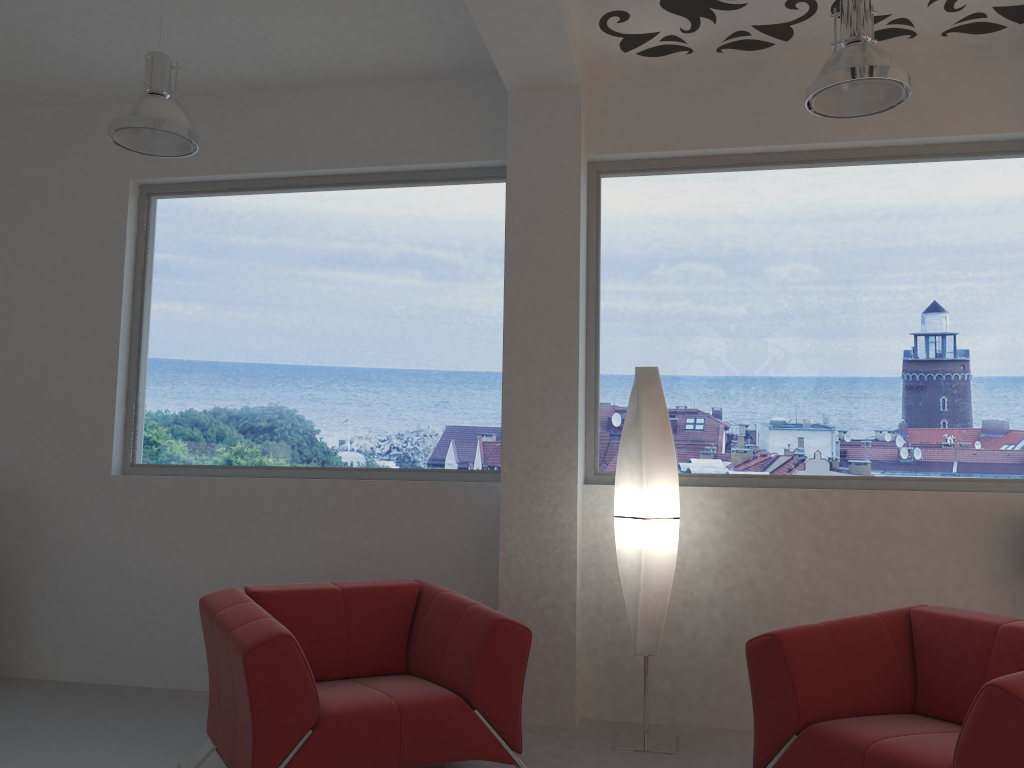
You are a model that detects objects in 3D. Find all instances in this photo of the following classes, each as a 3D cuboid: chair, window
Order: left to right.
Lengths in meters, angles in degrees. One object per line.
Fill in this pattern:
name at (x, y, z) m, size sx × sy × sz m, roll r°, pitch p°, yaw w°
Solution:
window at (-1.150, -0.343, 5.252) m, size 2.400 × 1.800 × 0.100 m, roll 0°, pitch -6°, yaw 11°
chair at (-0.634, 1.248, 3.684) m, size 1.288 × 0.738 × 0.951 m, roll 4°, pitch -7°, yaw -28°
window at (1.595, -0.350, 4.703) m, size 2.400 × 1.800 × 0.100 m, roll 0°, pitch -6°, yaw 11°
chair at (1.556, 1.230, 3.119) m, size 0.951 × 0.738 × 1.288 m, roll 4°, pitch -7°, yaw -28°

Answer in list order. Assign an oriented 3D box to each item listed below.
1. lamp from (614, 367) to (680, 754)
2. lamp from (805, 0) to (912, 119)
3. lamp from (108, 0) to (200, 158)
lamp at (0.648, 0.807, 4.271) m, size 0.313 × 1.779 × 0.313 m, roll 1°, pitch -6°, yaw 3°
lamp at (1.334, -1.491, 3.447) m, size 0.379 × 0.800 × 0.379 m, roll -4°, pitch -8°, yaw 40°
lamp at (-1.607, -1.484, 4.036) m, size 0.379 × 0.800 × 0.379 m, roll 6°, pitch -7°, yaw -39°
